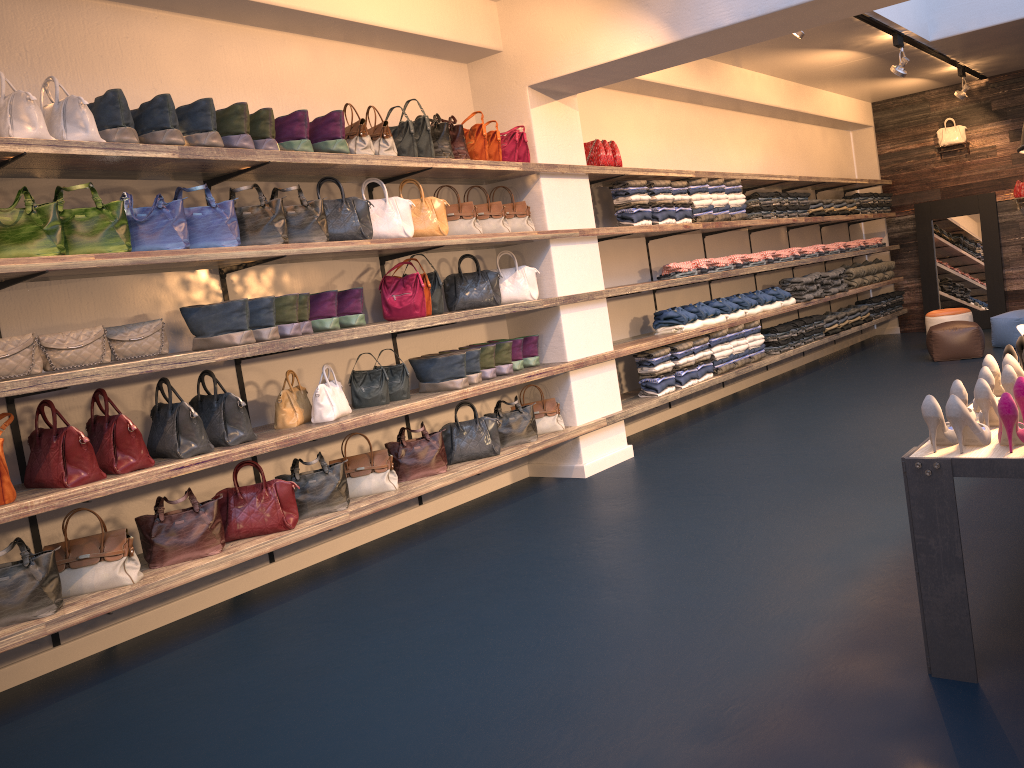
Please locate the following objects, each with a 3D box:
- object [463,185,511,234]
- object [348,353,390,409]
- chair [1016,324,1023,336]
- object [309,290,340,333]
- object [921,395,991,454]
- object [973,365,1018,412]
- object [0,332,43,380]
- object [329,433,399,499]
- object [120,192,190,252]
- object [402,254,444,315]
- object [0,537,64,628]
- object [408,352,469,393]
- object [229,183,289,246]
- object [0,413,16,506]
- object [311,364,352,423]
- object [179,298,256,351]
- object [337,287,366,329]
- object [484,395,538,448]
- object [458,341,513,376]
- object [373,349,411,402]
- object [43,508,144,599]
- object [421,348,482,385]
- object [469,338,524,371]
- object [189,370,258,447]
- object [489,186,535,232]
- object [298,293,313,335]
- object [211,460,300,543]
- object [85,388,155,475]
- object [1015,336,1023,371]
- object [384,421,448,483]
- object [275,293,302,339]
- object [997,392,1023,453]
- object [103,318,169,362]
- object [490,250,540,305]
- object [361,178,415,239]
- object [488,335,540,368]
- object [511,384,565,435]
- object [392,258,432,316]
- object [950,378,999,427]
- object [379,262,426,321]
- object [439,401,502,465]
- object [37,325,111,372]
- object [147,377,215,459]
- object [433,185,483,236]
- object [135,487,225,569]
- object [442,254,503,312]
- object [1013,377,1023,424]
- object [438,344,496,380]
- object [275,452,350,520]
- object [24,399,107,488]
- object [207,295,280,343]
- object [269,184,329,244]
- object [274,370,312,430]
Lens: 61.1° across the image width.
[{"bbox_3d":[-0.223,-1.196,6.025,0.399,0.366,0.172,-9,4,-13],"label":"object"},{"bbox_3d":[-0.855,-0.021,5.170,0.242,0.328,0.106,-9,4,-9],"label":"object"},{"bbox_3d":[3.499,0.010,5.442,0.500,0.799,0.506,-5,6,37],"label":"chair"},{"bbox_3d":[-1.181,-0.403,5.019,0.403,0.235,0.184,-6,5,12],"label":"object"},{"bbox_3d":[1.471,0.114,2.891,0.184,0.195,0.264,-3,7,44],"label":"object"},{"bbox_3d":[1.873,0.012,3.346,0.189,0.195,0.258,-5,6,26],"label":"object"},{"bbox_3d":[-2.082,-0.106,3.540,0.287,0.175,0.097,-10,5,-24],"label":"object"},{"bbox_3d":[-0.879,0.464,5.042,0.399,0.366,0.172,-9,4,-13],"label":"object"},{"bbox_3d":[-1.723,-0.759,4.108,0.400,0.304,0.176,-10,5,-23],"label":"object"},{"bbox_3d":[-0.600,-0.645,5.671,0.289,0.409,0.138,-7,4,6],"label":"object"},{"bbox_3d":[-2.034,0.798,3.499,0.391,0.338,0.208,-9,5,-13],"label":"object"},{"bbox_3d":[-0.457,-0.070,5.540,0.397,0.231,0.187,-6,5,18],"label":"object"},{"bbox_3d":[-1.362,-0.866,4.508,0.374,0.338,0.218,-8,4,3],"label":"object"},{"bbox_3d":[-2.131,0.315,3.494,0.248,0.361,0.218,-8,4,0],"label":"object"},{"bbox_3d":[-1.026,0.043,4.860,0.152,0.308,0.348,-7,5,10],"label":"object"},{"bbox_3d":[-1.460,-0.292,4.320,0.396,0.231,0.188,-6,5,19],"label":"object"},{"bbox_3d":[-1.055,-0.440,5.201,0.396,0.235,0.187,-6,5,19],"label":"object"},{"bbox_3d":[0.002,0.256,6.006,0.391,0.338,0.208,-9,5,-13],"label":"object"},{"bbox_3d":[-0.172,-0.162,6.065,0.399,0.235,0.186,-6,5,16],"label":"object"},{"bbox_3d":[-0.747,-0.051,5.309,0.242,0.328,0.106,-9,4,-9],"label":"object"},{"bbox_3d":[-1.869,0.727,3.824,0.399,0.366,0.172,-9,4,-13],"label":"object"},{"bbox_3d":[-0.383,-0.099,5.718,0.407,0.231,0.183,-7,5,8],"label":"object"},{"bbox_3d":[-0.099,-0.192,6.244,0.404,0.235,0.184,-7,5,11],"label":"object"},{"bbox_3d":[-1.479,0.114,4.369,0.394,0.385,0.208,-5,5,30],"label":"object"},{"bbox_3d":[-0.051,-1.242,6.236,0.399,0.366,0.172,-9,4,-13],"label":"object"},{"bbox_3d":[-1.297,-0.371,4.862,0.398,0.235,0.187,-6,5,16],"label":"object"},{"bbox_3d":[-1.305,0.572,4.423,0.447,0.385,0.183,-9,4,-17],"label":"object"},{"bbox_3d":[-1.812,0.205,3.942,0.391,0.385,0.209,-4,6,36],"label":"object"},{"bbox_3d":[2.456,-0.142,4.051,0.264,0.195,0.184,-13,7,-43],"label":"object"},{"bbox_3d":[-0.577,0.406,5.322,0.395,0.338,0.206,-9,5,-16],"label":"object"},{"bbox_3d":[-1.318,-0.347,4.669,0.403,0.235,0.184,-6,5,12],"label":"object"},{"bbox_3d":[1.644,0.104,2.776,0.185,0.195,0.263,-4,6,36],"label":"object"},{"bbox_3d":[-1.783,-0.208,4.111,0.291,0.175,0.096,-11,5,-32],"label":"object"},{"bbox_3d":[-0.011,-0.771,6.251,0.440,0.385,0.187,-9,4,-11],"label":"object"},{"bbox_3d":[-0.798,-1.048,5.223,0.447,0.385,0.183,-9,4,-17],"label":"object"},{"bbox_3d":[0.025,-0.226,6.411,0.397,0.235,0.187,-6,5,18],"label":"object"},{"bbox_3d":[0.168,0.184,6.331,0.399,0.366,0.172,-9,4,-13],"label":"object"},{"bbox_3d":[-0.662,-0.608,5.527,0.272,0.384,0.210,-11,5,-29],"label":"object"},{"bbox_3d":[1.665,0.063,3.129,0.187,0.195,0.261,-5,6,31],"label":"object"},{"bbox_3d":[-0.685,-0.577,5.378,0.265,0.361,0.203,-10,5,-26],"label":"object"},{"bbox_3d":[-0.275,0.299,5.679,0.450,0.385,0.182,-10,5,-20],"label":"object"},{"bbox_3d":[-1.930,-0.158,3.828,0.292,0.175,0.095,-11,6,-34],"label":"object"},{"bbox_3d":[-1.616,0.154,4.171,0.390,0.385,0.210,-4,6,39],"label":"object"},{"bbox_3d":[-0.413,-1.145,5.791,0.399,0.366,0.172,-9,4,-13],"label":"object"},{"bbox_3d":[-1.563,0.669,4.107,0.395,0.338,0.206,-9,5,-16],"label":"object"},{"bbox_3d":[-0.274,-0.712,6.029,0.450,0.385,0.182,-10,5,-20],"label":"object"},{"bbox_3d":[1.836,0.053,3.016,0.185,0.195,0.263,-4,7,39],"label":"object"},{"bbox_3d":[-0.290,-0.129,5.898,0.404,0.235,0.184,-7,5,11],"label":"object"},{"bbox_3d":[-1.070,0.541,4.686,0.391,0.338,0.208,-9,5,-13],"label":"object"},{"bbox_3d":[-1.957,0.252,3.759,0.395,0.385,0.207,-5,5,29],"label":"object"},{"bbox_3d":[-1.392,-0.320,4.487,0.406,0.231,0.183,-7,5,9],"label":"object"},{"bbox_3d":[-1.190,-0.911,4.714,0.391,0.338,0.208,-9,5,-13],"label":"object"},{"bbox_3d":[-1.214,0.074,4.800,0.152,0.308,0.348,-7,5,10],"label":"object"}]
